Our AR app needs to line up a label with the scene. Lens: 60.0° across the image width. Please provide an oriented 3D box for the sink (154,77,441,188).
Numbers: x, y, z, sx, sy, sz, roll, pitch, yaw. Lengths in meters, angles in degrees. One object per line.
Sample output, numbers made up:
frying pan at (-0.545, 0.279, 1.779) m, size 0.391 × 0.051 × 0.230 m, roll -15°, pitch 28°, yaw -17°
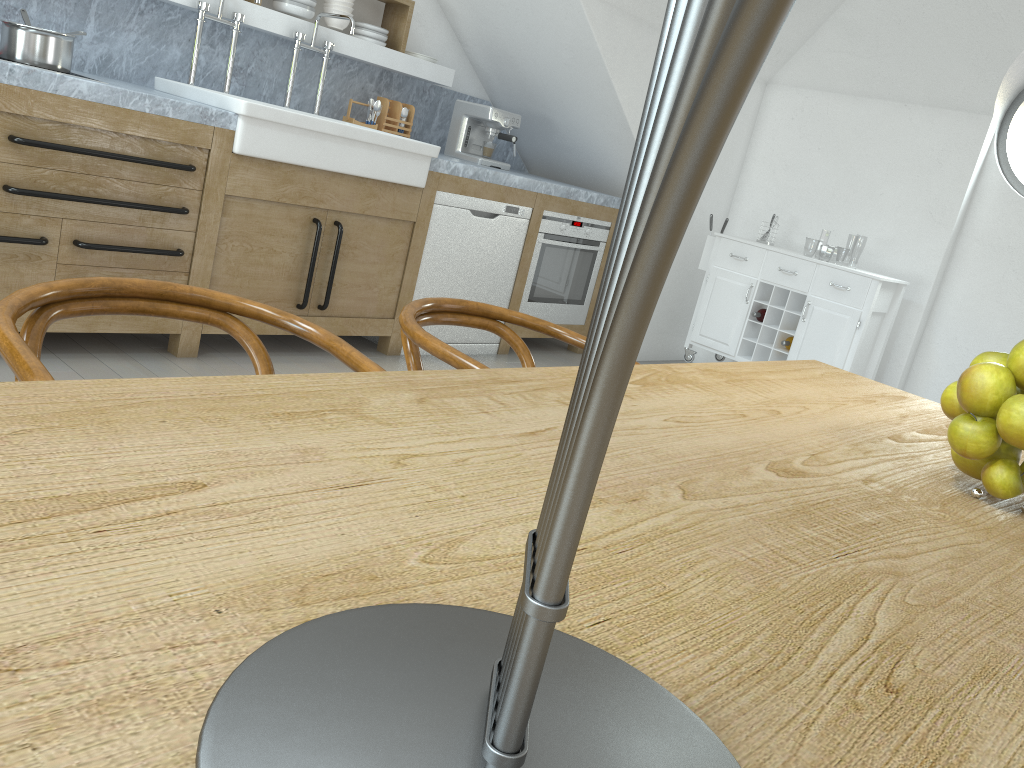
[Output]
sink at (-0.932, -1.088, 3.891) m, size 0.731 × 0.200 × 1.021 m, roll 25°, pitch 18°, yaw 38°

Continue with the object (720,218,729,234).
object at (1.240, -0.865, 5.308) m, size 0.029 × 0.267 × 0.089 m, roll 8°, pitch 14°, yaw -23°

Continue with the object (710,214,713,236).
object at (1.201, -0.884, 5.342) m, size 0.088 × 0.267 × 0.029 m, roll 17°, pitch 13°, yaw 13°

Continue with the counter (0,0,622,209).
counter at (-1.678, -1.389, 3.142) m, size 0.967 × 0.616 × 6.578 m, roll 25°, pitch 18°, yaw 38°

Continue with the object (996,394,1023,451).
object at (0.600, 0.047, 1.025) m, size 0.071 × 0.063 × 0.072 m, roll 23°, pitch 16°, yaw 32°

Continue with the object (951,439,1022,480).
object at (0.607, 0.086, 1.135) m, size 0.080 × 0.073 × 0.079 m, roll 13°, pitch 14°, yaw -5°

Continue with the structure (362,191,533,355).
structure at (-0.427, -0.632, 4.691) m, size 0.602 × 0.817 × 0.724 m, roll 25°, pitch 17°, yaw 38°

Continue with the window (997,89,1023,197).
window at (3.042, -1.324, 4.729) m, size 0.905 × 0.894 × 0.060 m, roll 25°, pitch 17°, yaw 38°

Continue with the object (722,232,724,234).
object at (1.239, -0.812, 5.348) m, size 0.038 × 0.260 × 0.039 m, roll 10°, pitch 13°, yaw -17°

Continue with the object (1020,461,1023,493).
object at (0.662, 0.117, 1.095) m, size 0.064 × 0.063 × 0.064 m, roll 3°, pitch 17°, yaw -38°

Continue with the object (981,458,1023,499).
object at (0.595, 0.114, 1.073) m, size 0.051 × 0.050 × 0.050 m, roll 0°, pitch 19°, yaw -45°

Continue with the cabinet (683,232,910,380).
cabinet at (1.577, -0.363, 5.149) m, size 1.141 × 0.784 × 0.497 m, roll 25°, pitch 17°, yaw 38°

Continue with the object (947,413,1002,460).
object at (0.561, 0.064, 1.076) m, size 0.060 × 0.055 × 0.059 m, roll 23°, pitch 16°, yaw 33°

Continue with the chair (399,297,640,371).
chair at (-0.015, 0.254, 1.862) m, size 0.625 × 0.730 × 0.528 m, roll 24°, pitch 16°, yaw 35°

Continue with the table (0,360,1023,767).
table at (-0.186, 0.547, 0.437) m, size 1.024 × 0.794 × 3.350 m, roll 25°, pitch 18°, yaw 38°

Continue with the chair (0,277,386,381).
chair at (-0.500, 0.274, 1.325) m, size 0.527 × 0.730 × 0.625 m, roll 0°, pitch 19°, yaw -46°

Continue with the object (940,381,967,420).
object at (0.590, 0.024, 1.150) m, size 0.062 × 0.059 × 0.062 m, roll 0°, pitch 19°, yaw -45°

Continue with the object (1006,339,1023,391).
object at (0.640, -0.023, 1.072) m, size 0.073 × 0.074 × 0.072 m, roll 25°, pitch 17°, yaw 38°

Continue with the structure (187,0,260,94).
structure at (-1.198, -1.461, 3.844) m, size 0.333 × 0.526 × 0.215 m, roll 19°, pitch 14°, yaw 20°

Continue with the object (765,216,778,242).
object at (1.565, -0.933, 5.332) m, size 0.024 × 0.163 × 0.039 m, roll 4°, pitch 16°, yaw -37°

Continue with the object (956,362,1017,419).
object at (0.582, 0.008, 1.087) m, size 0.066 × 0.071 × 0.073 m, roll 16°, pitch 14°, yaw 9°

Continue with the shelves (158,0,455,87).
shelves at (-1.983, -2.203, 2.723) m, size 0.482 × 1.353 × 5.556 m, roll 23°, pitch 16°, yaw 33°

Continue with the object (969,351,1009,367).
object at (0.631, -0.014, 1.157) m, size 0.062 × 0.059 × 0.062 m, roll 25°, pitch 17°, yaw 39°

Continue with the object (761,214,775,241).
object at (1.552, -0.946, 5.363) m, size 0.039 × 0.174 × 0.054 m, roll 24°, pitch 16°, yaw 38°

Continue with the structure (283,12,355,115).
structure at (-0.875, -1.477, 4.211) m, size 0.333 × 0.526 × 0.215 m, roll 19°, pitch 14°, yaw 20°

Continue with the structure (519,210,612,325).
structure at (0.097, -0.744, 5.235) m, size 0.634 × 0.632 × 0.632 m, roll 25°, pitch 17°, yaw 38°

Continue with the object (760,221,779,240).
object at (1.558, -0.928, 5.361) m, size 0.029 × 0.136 × 0.097 m, roll 1°, pitch 19°, yaw -46°

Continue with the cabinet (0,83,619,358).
cabinet at (-1.905, -0.608, 3.253) m, size 1.010 × 1.015 × 6.430 m, roll 25°, pitch 18°, yaw 38°

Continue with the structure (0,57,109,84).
structure at (-1.860, -1.109, 2.966) m, size 0.651 × 0.041 × 0.737 m, roll 25°, pitch 18°, yaw 38°

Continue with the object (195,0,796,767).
object at (0.114, -0.246, 0.386) m, size 0.266 × 0.869 × 0.778 m, roll 17°, pitch 14°, yaw 13°

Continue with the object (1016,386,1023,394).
object at (0.649, 0.018, 1.116) m, size 0.053 × 0.050 × 0.053 m, roll 17°, pitch 14°, yaw 10°
